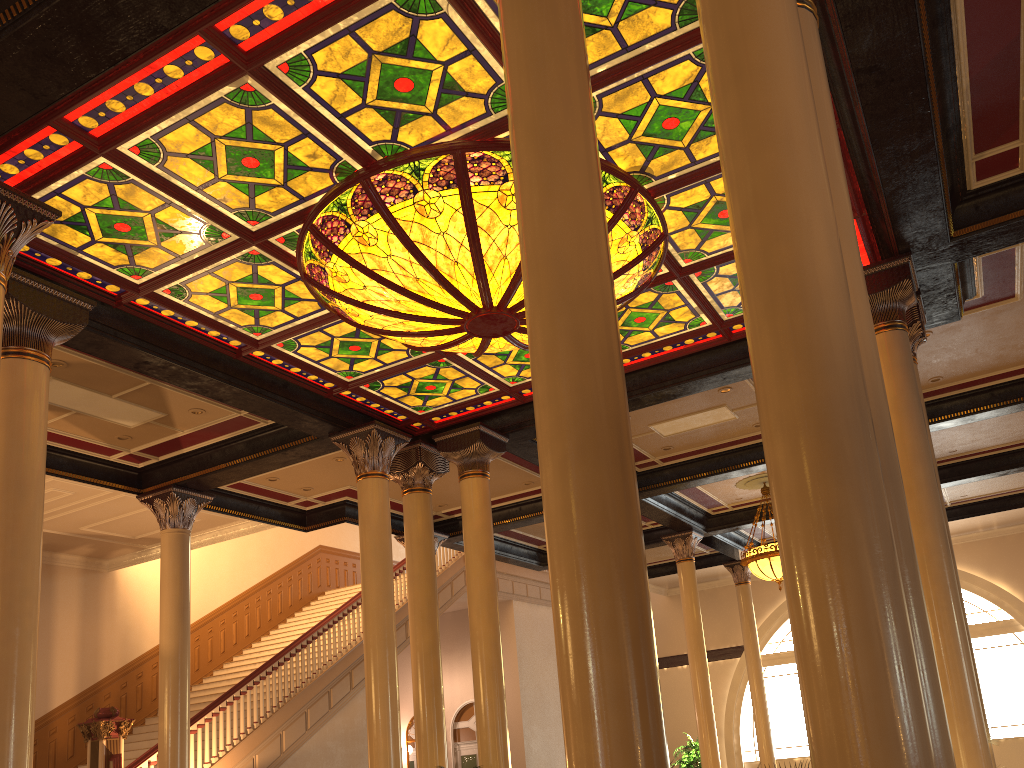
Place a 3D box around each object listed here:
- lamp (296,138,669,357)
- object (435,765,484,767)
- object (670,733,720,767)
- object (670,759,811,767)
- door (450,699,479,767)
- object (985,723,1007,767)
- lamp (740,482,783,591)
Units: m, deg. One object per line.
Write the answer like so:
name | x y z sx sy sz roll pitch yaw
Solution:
lamp | -0.186 -0.750 7.091 2.952 0.578 3.189 -16 -24 22
object | -0.520 4.897 8.701 1.097 2.064 1.064 -2 -16 -14
object | 3.527 7.685 16.485 1.097 2.064 1.064 -2 -16 -14
object | 0.641 2.400 3.174 1.798 2.181 2.197 -16 -20 28
door | -0.770 9.329 20.897 1.451 3.338 0.213 -13 -15 26
object | 3.082 3.618 6.737 2.028 2.167 1.919 -11 -18 14
lamp | 4.414 2.580 14.733 1.172 1.829 1.261 -12 -17 20
